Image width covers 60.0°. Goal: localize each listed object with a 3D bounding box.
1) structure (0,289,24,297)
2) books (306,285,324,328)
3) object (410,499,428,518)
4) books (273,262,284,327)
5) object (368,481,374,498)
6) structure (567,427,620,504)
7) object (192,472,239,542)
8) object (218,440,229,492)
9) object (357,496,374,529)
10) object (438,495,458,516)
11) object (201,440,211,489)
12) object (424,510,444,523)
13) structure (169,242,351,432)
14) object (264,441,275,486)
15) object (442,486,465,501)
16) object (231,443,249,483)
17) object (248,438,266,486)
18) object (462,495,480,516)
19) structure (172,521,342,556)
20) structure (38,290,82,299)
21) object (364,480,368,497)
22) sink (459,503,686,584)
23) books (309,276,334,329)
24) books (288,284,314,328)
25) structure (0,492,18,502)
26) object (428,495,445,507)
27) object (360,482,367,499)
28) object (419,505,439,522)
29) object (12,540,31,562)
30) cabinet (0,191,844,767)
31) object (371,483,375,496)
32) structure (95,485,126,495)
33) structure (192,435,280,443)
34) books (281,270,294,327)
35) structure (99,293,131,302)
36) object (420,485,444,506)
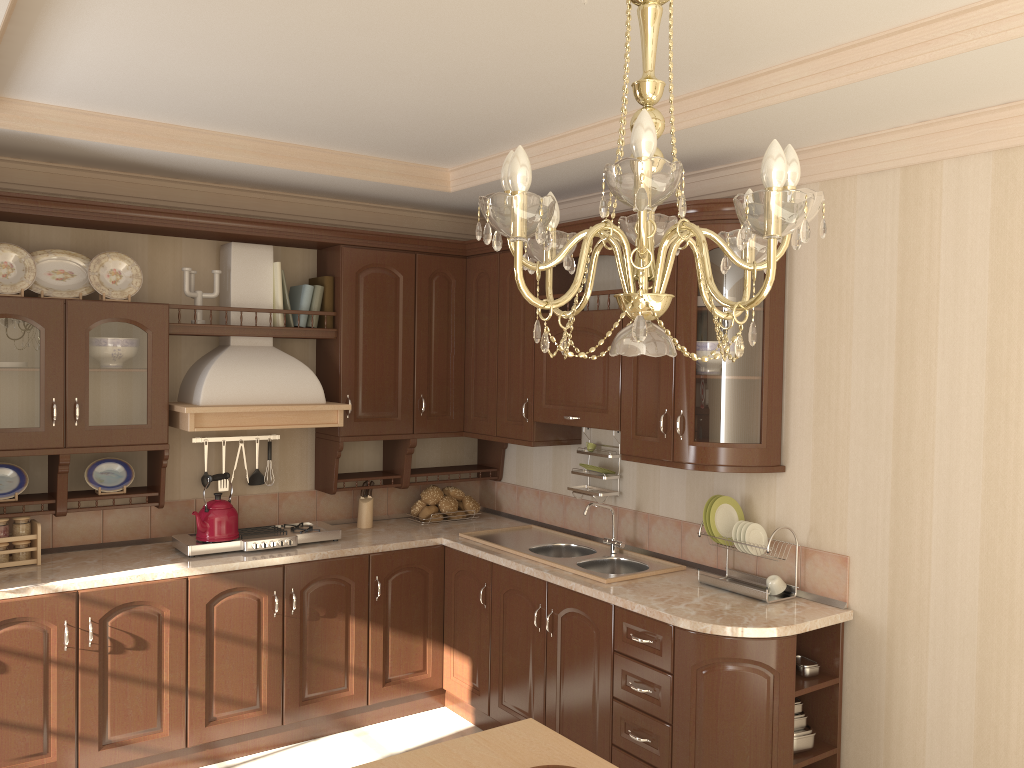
[{"bbox_3d":[-2.011,-0.410,3.531,0.110,0.126,0.080,0,2,-35],"label":"structure"},{"bbox_3d":[-0.993,-0.375,4.339,0.080,0.209,0.205,0,2,-35],"label":"books"},{"bbox_3d":[-0.491,0.662,4.717,0.092,0.109,0.123,2,2,22],"label":"object"},{"bbox_3d":[-1.141,-0.424,4.241,0.042,0.305,0.194,0,2,-35],"label":"books"},{"bbox_3d":[-0.731,0.597,4.551,0.027,0.198,0.053,2,2,38],"label":"object"},{"bbox_3d":[0.387,0.375,4.194,0.131,0.361,0.256,0,2,-35],"label":"structure"},{"bbox_3d":[-1.288,0.536,3.878,0.181,0.282,0.227,1,2,-12],"label":"object"},{"bbox_3d":[-1.372,0.389,4.221,0.051,0.245,0.003,0,2,-35],"label":"object"},{"bbox_3d":[-0.748,0.654,4.549,0.078,0.148,0.151,1,2,2],"label":"object"},{"bbox_3d":[-0.340,0.644,4.710,0.110,0.102,0.115,1,2,-7],"label":"object"},{"bbox_3d":[-1.438,0.377,4.170,0.048,0.231,0.015,0,2,-34],"label":"object"},{"bbox_3d":[-0.419,0.700,4.709,0.119,0.058,0.114,2,2,20],"label":"object"},{"bbox_3d":[-1.180,-0.228,4.087,0.753,0.845,0.455,0,2,-35],"label":"structure"},{"bbox_3d":[-1.189,0.391,4.349,0.049,0.219,0.049,2,2,32],"label":"object"},{"bbox_3d":[-0.320,0.592,4.801,0.112,0.078,0.125,0,2,-41],"label":"object"},{"bbox_3d":[-1.309,0.382,4.264,0.089,0.195,0.005,0,2,-35],"label":"object"},{"bbox_3d":[-1.246,0.379,4.324,0.088,0.236,0.028,0,2,-35],"label":"object"},{"bbox_3d":[-0.222,0.656,4.794,0.097,0.106,0.117,1,2,10],"label":"object"},{"bbox_3d":[-1.144,0.698,4.043,0.710,0.054,0.325,0,2,-35],"label":"structure"},{"bbox_3d":[-1.880,-0.412,3.691,0.154,0.126,0.080,0,2,-35],"label":"structure"},{"bbox_3d":[-0.759,0.591,4.569,0.027,0.191,0.052,1,2,10],"label":"object"},{"bbox_3d":[0.236,0.692,4.014,0.448,0.348,1.077,0,2,-35],"label":"sink"},{"bbox_3d":[-0.941,-0.398,4.379,0.052,0.254,0.205,0,2,-35],"label":"books"},{"bbox_3d":[-1.040,-0.375,4.317,0.086,0.209,0.205,0,2,-35],"label":"books"},{"bbox_3d":[-2.070,0.410,3.594,0.110,0.126,0.080,0,2,-35],"label":"structure"},{"bbox_3d":[-0.409,0.632,4.785,0.110,0.092,0.113,1,2,17],"label":"object"},{"bbox_3d":[-0.767,0.602,4.541,0.027,0.198,0.053,2,2,38],"label":"object"},{"bbox_3d":[-0.440,0.682,4.668,0.104,0.092,0.114,1,2,11],"label":"object"},{"bbox_3d":[-2.000,0.677,3.616,0.068,0.088,0.068,0,2,-19],"label":"object"},{"bbox_3d":[-0.801,0.445,3.196,3.226,2.313,2.436,0,2,-35],"label":"cabinet"},{"bbox_3d":[-0.733,0.586,4.588,0.022,0.159,0.050,2,2,24],"label":"object"},{"bbox_3d":[-1.734,0.409,3.831,0.110,0.126,0.080,0,2,-35],"label":"structure"},{"bbox_3d":[-1.320,0.263,4.260,0.422,0.020,0.008,0,2,-35],"label":"structure"},{"bbox_3d":[-1.114,-0.406,4.270,0.068,0.271,0.194,0,2,-35],"label":"books"},{"bbox_3d":[-1.685,-0.411,3.763,0.110,0.126,0.080,0,2,-35],"label":"structure"},{"bbox_3d":[-0.424,0.591,4.706,0.118,0.105,0.100,0,2,-41],"label":"object"}]
